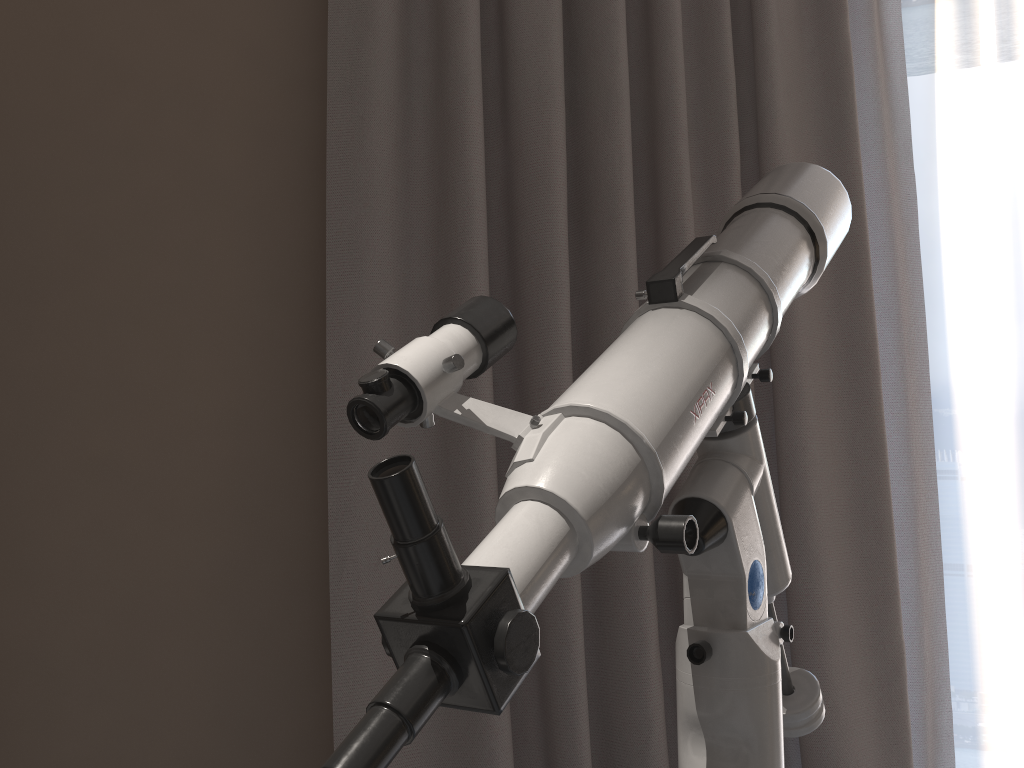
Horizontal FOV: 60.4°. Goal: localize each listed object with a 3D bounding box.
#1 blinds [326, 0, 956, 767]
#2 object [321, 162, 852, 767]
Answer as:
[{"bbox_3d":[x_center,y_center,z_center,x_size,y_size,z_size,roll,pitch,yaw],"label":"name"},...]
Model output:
[{"bbox_3d":[0.275,-0.136,1.328,1.088,2.643,0.345,1,-5,-19],"label":"blinds"},{"bbox_3d":[0.166,0.428,0.670,0.638,1.407,0.576,1,-5,-17],"label":"object"}]
